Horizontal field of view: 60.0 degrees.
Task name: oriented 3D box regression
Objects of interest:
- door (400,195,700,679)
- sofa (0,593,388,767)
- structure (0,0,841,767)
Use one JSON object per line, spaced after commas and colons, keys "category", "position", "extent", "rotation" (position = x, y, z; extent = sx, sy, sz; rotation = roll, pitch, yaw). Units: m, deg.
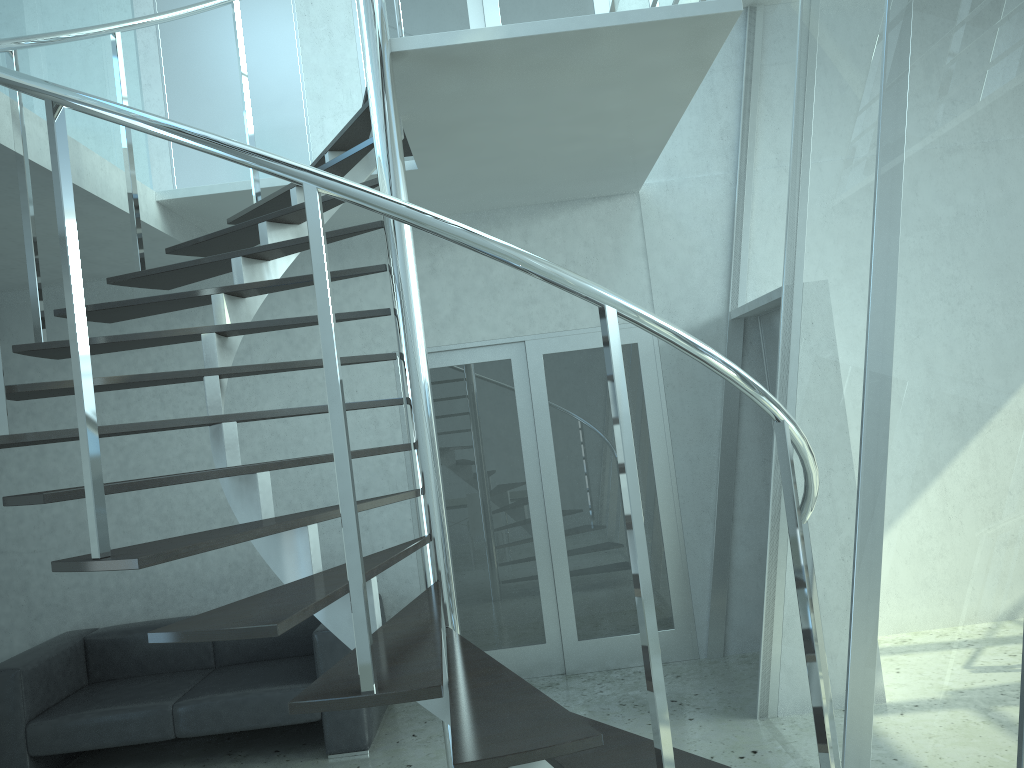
{"category": "door", "position": [0.682, 0.378, 6.061], "extent": [2.576, 3.200, 1.162], "rotation": [-5, -3, -43]}
{"category": "sofa", "position": [-1.748, 1.698, 5.012], "extent": [2.025, 0.652, 0.943], "rotation": [-7, -2, -1]}
{"category": "structure", "position": [-0.396, -0.266, 3.693], "extent": [2.655, 4.156, 3.780], "rotation": [-7, -2, -1]}
